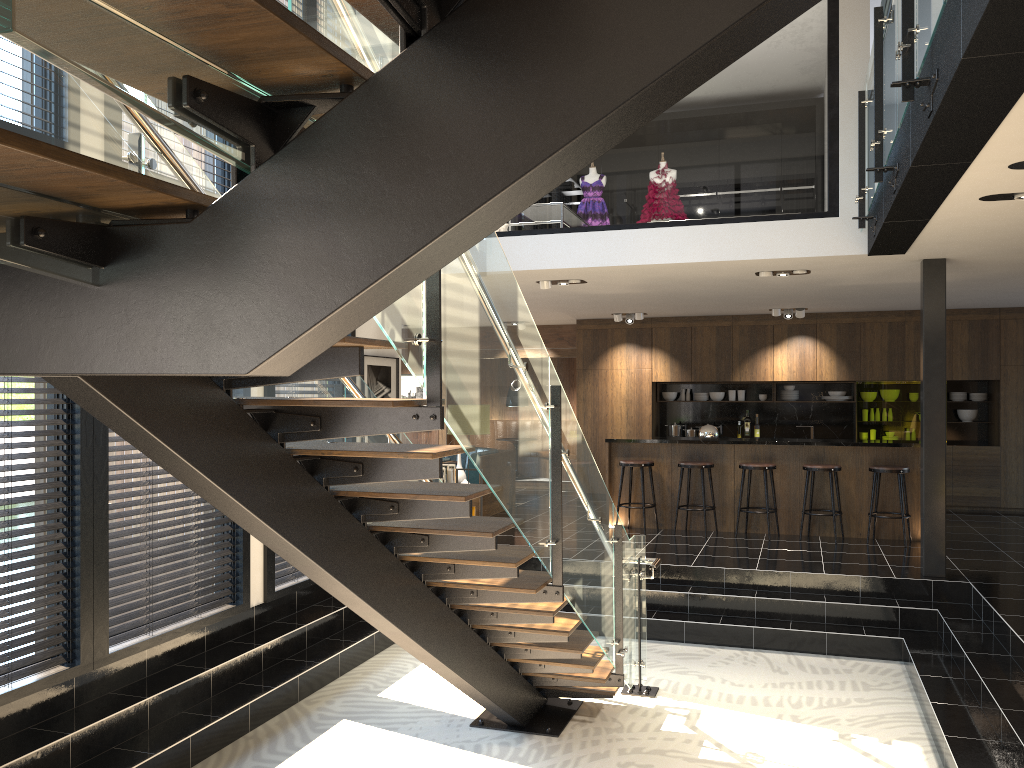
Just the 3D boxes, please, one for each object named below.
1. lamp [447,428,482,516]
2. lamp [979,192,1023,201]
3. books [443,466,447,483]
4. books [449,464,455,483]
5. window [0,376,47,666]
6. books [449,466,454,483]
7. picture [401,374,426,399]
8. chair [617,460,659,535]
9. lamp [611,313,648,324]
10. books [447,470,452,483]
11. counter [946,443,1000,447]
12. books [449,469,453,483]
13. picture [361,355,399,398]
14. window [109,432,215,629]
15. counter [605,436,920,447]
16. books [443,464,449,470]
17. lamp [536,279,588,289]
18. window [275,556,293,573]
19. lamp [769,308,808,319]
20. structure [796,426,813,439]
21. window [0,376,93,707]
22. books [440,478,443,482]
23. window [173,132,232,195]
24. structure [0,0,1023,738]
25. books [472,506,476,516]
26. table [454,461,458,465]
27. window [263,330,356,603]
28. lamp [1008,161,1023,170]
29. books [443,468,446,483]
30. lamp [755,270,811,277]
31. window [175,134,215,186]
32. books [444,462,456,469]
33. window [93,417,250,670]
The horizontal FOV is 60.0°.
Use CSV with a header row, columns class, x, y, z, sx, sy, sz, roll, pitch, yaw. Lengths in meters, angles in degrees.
class,x,y,z,sx,sy,sz,roll,pitch,yaw
lamp,-0.513,0.933,8.982,0.437,1.445,0.637,0,0,44
lamp,2.907,-1.147,5.155,0.346,0.158,0.195,0,0,18
books,-0.762,1.010,9.364,0.169,0.298,0.032,0,0,18
books,-0.692,1.014,9.550,0.177,0.294,0.025,0,0,18
window,-2.817,0.364,4.355,0.005,2.297,1.313,0,0,18
books,-0.695,1.021,9.523,0.154,0.280,0.028,0,0,18
picture,-1.764,0.284,15.269,0.748,0.911,0.028,0,0,18
chair,1.412,1.271,10.039,0.412,0.799,0.412,0,0,27
lamp,1.670,-0.999,12.616,0.501,0.294,0.349,0,0,18
books,-0.730,1.032,9.383,0.202,0.255,0.025,0,0,18
counter,4.395,0.840,12.833,4.591,0.005,0.862,0,-1,18
books,-0.717,1.033,9.468,0.194,0.255,0.034,0,0,18
picture,-1.241,0.195,8.387,0.028,0.911,0.748,0,0,18
window,-2.353,0.382,5.777,0.005,2.297,1.313,0,0,18
counter,2.882,0.650,10.027,3.573,0.041,0.698,0,-1,18
books,-0.740,1.007,9.416,0.155,0.306,0.032,0,0,18
lamp,0.507,-1.076,9.048,0.501,0.231,0.349,0,-1,18
window,-1.843,0.402,7.340,0.005,2.297,1.221,0,0,18
lamp,3.723,-1.017,11.946,0.501,0.280,0.349,0,0,18
structure,4.211,0.721,12.745,0.242,0.231,0.173,0,0,18
window,-2.752,0.364,4.325,0.358,2.475,1.498,0,0,18
books,-0.794,1.001,9.191,0.160,0.312,0.035,0,0,18
window,-2.271,-2.473,5.801,0.358,2.475,1.393,0,0,18
structure,0.679,0.110,4.145,3.447,4.868,7.280,0,0,17
books,-0.520,1.480,9.940,0.231,0.232,0.037,0,0,18
table,-1.501,1.360,11.731,1.538,0.661,0.822,0,0,18
window,-1.778,0.401,7.311,0.358,2.475,1.393,0,0,18
lamp,2.666,-1.111,4.417,0.346,0.247,0.195,0,0,18
books,-0.769,1.020,9.274,0.160,0.276,0.030,0,0,18
lamp,2.559,-1.104,8.378,0.501,0.194,0.349,0,-1,18
window,-2.336,-2.472,5.831,0.005,2.297,1.221,0,0,18
books,-0.676,1.009,9.653,0.131,0.307,0.022,0,0,18
window,-2.288,0.382,5.747,0.358,2.475,1.498,0,0,18
